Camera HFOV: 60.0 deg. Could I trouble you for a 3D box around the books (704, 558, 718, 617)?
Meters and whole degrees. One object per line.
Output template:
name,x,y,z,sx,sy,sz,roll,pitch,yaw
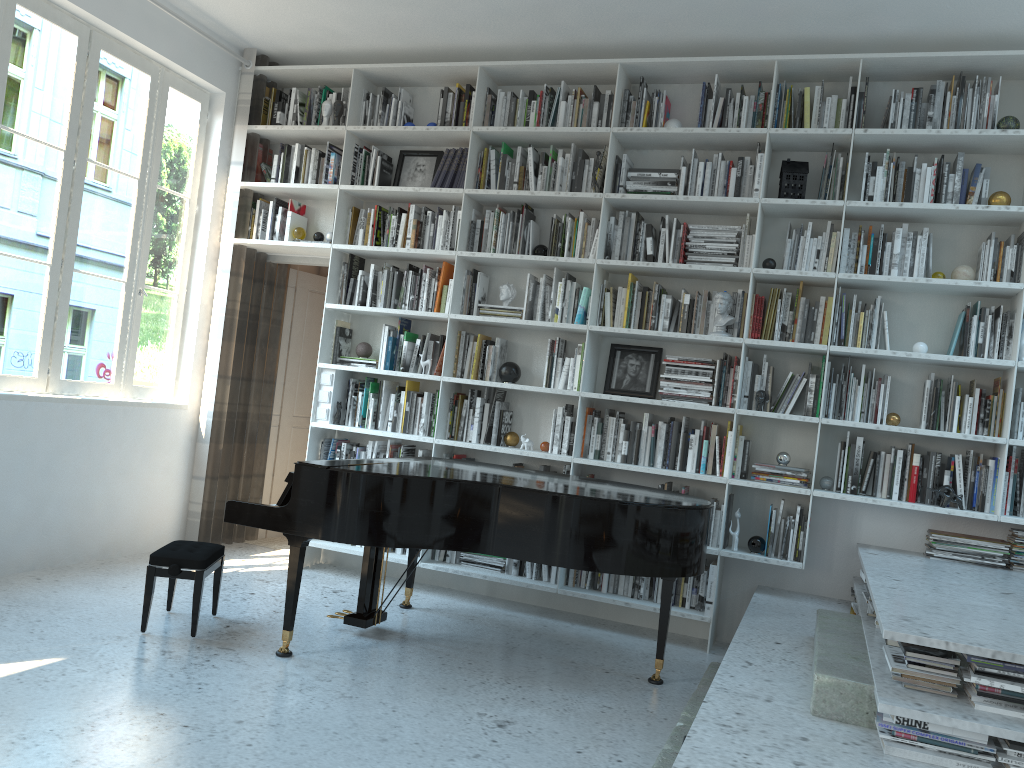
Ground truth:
books,1.077,1.082,4.728,0.038,0.269,0.277,7,-1,20

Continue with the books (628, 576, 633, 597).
books,0.684,1.074,4.946,0.024,0.203,0.144,7,-1,20

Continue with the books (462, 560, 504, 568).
books,-0.147,1.053,5.243,0.254,0.007,0.161,6,-1,21

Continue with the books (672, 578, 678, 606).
books,0.907,1.040,4.843,0.013,0.317,0.186,7,-1,20

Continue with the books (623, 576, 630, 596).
books,0.663,1.042,4.957,0.028,0.261,0.132,7,-1,20

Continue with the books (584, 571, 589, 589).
books,0.453,0.981,5.025,0.012,0.337,0.144,7,-1,20

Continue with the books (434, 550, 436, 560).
books,-0.425,0.938,5.354,0.012,0.230,0.138,7,-1,20

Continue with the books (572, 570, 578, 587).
books,0.391,0.992,5.036,0.014,0.300,0.184,7,-1,20

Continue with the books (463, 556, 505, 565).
books,-0.145,1.033,5.236,0.254,0.007,0.161,6,-1,16

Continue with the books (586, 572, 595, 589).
books,0.473,0.996,5.018,0.034,0.311,0.170,7,-1,20

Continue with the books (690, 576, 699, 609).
books,1.007,1.097,4.827,0.028,0.227,0.162,7,-1,20

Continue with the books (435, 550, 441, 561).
books,-0.412,0.956,5.343,0.025,0.198,0.160,7,-1,20

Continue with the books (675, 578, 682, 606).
books,0.929,1.083,4.859,0.028,0.238,0.140,7,-1,20

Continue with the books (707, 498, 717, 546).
books,1.073,0.740,4.770,0.022,0.249,0.130,7,-1,20

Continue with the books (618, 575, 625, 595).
books,0.634,1.053,4.967,0.030,0.234,0.138,7,-1,20

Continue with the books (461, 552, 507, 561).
books,-0.143,1.012,5.236,0.285,0.007,0.159,6,-1,16

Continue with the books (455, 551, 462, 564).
books,-0.287,0.927,5.300,0.027,0.282,0.129,7,-1,20

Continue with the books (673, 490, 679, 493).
books,0.895,0.715,4.844,0.066,0.261,0.133,7,-1,20

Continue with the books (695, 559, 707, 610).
books,1.025,1.084,4.812,0.012,0.256,0.176,7,-1,20

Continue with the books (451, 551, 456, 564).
books,-0.315,0.952,5.308,0.027,0.227,0.139,7,-1,20

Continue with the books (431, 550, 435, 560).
books,-0.434,0.910,5.355,0.012,0.285,0.159,7,-1,20

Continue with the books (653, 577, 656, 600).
books,0.798,1.082,4.914,0.040,0.212,0.129,7,-1,20

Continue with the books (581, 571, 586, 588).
books,0.435,1.016,5.040,0.025,0.263,0.145,7,-1,20

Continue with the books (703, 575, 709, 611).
books,1.066,1.126,4.802,0.023,0.182,0.149,7,-1,20

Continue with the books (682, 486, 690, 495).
books,0.926,0.701,4.806,0.015,0.293,0.169,7,-1,20

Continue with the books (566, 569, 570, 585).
books,0.349,1.011,5.072,0.012,0.254,0.161,7,-1,20

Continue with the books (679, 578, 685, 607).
books,0.944,1.074,4.838,0.011,0.258,0.171,7,-1,20

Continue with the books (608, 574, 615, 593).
books,0.583,1.066,4.994,0.030,0.197,0.143,7,-1,20

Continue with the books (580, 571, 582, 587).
books,0.422,1.017,5.055,0.010,0.259,0.131,7,-1,20

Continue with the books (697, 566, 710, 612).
books,1.040,1.105,4.799,0.029,0.217,0.191,7,-1,20

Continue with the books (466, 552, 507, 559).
books,-0.142,0.998,5.234,0.285,0.007,0.159,6,-1,15

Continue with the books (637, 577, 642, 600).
books,0.736,1.012,4.912,0.014,0.335,0.183,7,-1,20

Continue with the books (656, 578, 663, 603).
books,0.831,1.086,4.873,0.029,0.210,0.170,7,-1,20

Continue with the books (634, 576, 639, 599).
books,0.715,1.072,4.926,0.022,0.213,0.167,7,-1,20

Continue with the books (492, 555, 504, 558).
books,-0.139,0.992,5.243,0.254,0.007,0.161,6,-1,21

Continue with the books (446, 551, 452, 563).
books,-0.341,0.947,5.308,0.023,0.231,0.164,7,-1,20

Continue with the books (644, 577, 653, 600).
books,0.768,1.053,4.917,0.024,0.262,0.131,7,-1,20

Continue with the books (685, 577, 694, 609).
books,0.979,1.105,4.824,0.022,0.205,0.191,7,-1,20

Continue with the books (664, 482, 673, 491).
books,0.838,0.687,4.833,0.013,0.303,0.181,7,-1,20

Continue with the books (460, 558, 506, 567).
books,-0.149,1.046,5.237,0.285,0.007,0.159,6,-1,16

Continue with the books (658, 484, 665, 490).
books,0.806,0.692,4.859,0.012,0.285,0.159,7,-1,20

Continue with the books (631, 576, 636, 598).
books,0.702,1.034,4.928,0.013,0.285,0.185,7,-1,20

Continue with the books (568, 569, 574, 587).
books,0.370,1.012,5.043,0.026,0.256,0.183,7,-1,20

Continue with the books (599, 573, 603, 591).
books,0.529,1.020,5.009,0.012,0.276,0.154,7,-1,20

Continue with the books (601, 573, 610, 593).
books,0.546,1.056,4.975,0.028,0.206,0.175,7,-1,20

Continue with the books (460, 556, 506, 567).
books,-0.147,1.040,5.234,0.285,0.007,0.159,6,-1,25

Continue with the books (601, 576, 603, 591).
books,0.539,1.032,5.005,0.012,0.255,0.150,7,-1,20

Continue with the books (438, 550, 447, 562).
books,-0.378,0.967,5.323,0.053,0.184,0.148,7,-1,20

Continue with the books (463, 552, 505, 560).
books,-0.140,1.006,5.243,0.254,0.007,0.161,6,-1,21

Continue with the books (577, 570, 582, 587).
books,0.412,0.975,5.048,0.014,0.340,0.140,7,-1,20

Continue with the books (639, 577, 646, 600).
books,0.747,1.038,4.908,0.014,0.288,0.185,7,-1,20

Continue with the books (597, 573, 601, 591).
books,0.514,1.037,5.009,0.012,0.239,0.128,7,-1,20

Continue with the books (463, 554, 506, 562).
books,-0.144,1.019,5.237,0.254,0.007,0.161,6,-1,16

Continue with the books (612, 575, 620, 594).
books,0.611,1.020,4.974,0.026,0.294,0.155,7,-1,20

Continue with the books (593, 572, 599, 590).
books,0.499,1.032,5.018,0.022,0.247,0.144,7,-1,20

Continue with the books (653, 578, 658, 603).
books,0.811,1.086,4.875,0.010,0.206,0.180,7,-1,20

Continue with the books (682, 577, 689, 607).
books,0.960,1.110,4.841,0.024,0.191,0.155,7,-1,20

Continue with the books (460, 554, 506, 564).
books,-0.143,1.026,5.241,0.285,0.007,0.159,6,-1,22
